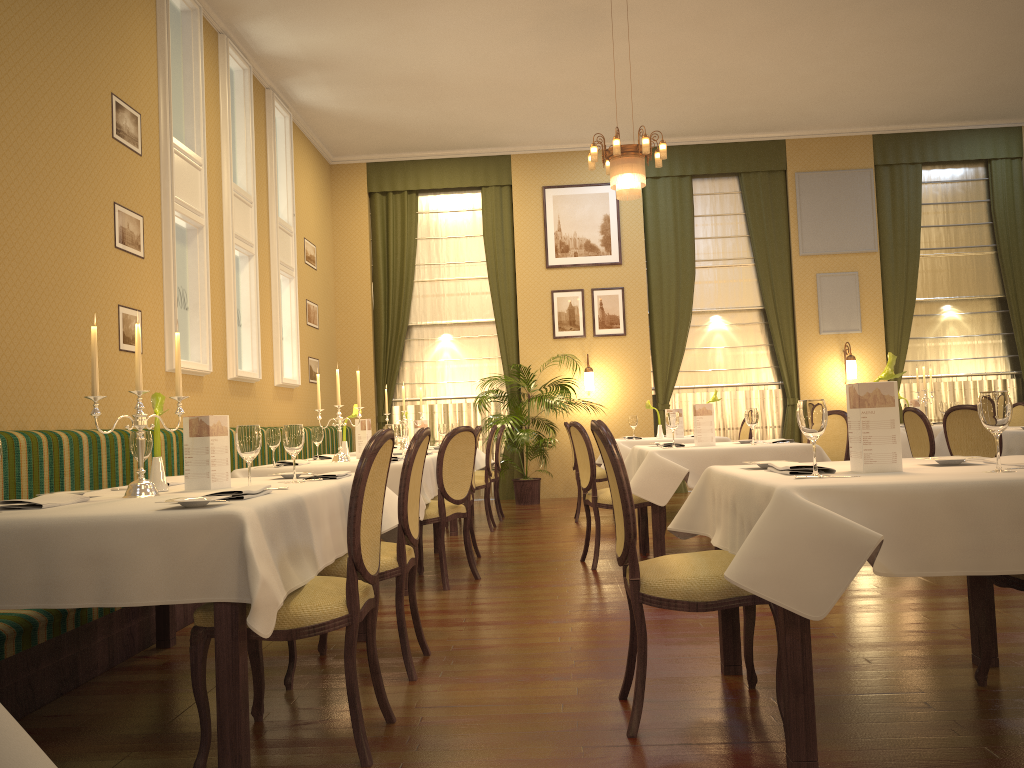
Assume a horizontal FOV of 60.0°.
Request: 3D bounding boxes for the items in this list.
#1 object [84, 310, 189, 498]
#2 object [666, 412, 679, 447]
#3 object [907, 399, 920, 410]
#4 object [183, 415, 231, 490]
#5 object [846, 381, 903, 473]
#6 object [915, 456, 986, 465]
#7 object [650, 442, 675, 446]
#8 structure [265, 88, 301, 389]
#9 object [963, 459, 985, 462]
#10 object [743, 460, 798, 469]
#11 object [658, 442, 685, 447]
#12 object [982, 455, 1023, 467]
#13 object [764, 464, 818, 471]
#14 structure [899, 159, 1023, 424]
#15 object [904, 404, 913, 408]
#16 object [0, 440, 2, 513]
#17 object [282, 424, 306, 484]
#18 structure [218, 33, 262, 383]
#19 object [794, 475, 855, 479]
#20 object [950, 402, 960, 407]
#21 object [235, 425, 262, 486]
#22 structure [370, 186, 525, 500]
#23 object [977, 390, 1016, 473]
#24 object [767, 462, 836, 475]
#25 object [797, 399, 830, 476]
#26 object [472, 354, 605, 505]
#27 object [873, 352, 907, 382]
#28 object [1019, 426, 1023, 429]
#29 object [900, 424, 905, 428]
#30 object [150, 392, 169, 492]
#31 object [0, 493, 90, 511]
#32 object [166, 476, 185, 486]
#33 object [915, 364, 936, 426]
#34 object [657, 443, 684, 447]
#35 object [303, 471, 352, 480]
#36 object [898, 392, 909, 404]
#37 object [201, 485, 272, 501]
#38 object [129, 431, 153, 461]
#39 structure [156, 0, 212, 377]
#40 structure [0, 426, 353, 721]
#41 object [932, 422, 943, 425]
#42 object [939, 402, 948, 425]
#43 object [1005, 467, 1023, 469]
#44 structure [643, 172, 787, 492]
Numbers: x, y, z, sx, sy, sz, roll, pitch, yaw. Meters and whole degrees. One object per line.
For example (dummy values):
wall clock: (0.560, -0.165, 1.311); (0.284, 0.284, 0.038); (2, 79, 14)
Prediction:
object: (-1.292, 0.065, 3.074); (0.131, 0.655, 0.390); (-3, -3, 22)
object: (1.032, 0.294, 5.682); (0.088, 0.229, 0.088); (-5, -4, 44)
object: (4.183, 0.296, 9.162); (0.166, 0.277, 0.081); (-1, -3, -26)
object: (-1.133, 0.257, 3.312); (0.166, 0.277, 0.081); (-1, -3, -26)
object: (1.091, 0.134, 2.722); (0.081, 0.277, 0.166); (0, -3, -41)
object: (1.426, 0.253, 2.888); (0.160, 0.024, 0.160); (-3, -3, 2)
object: (1.038, 0.419, 6.151); (0.160, 0.024, 0.160); (-3, -3, 2)
structure: (-2.407, -1.455, 9.138); (0.200, 2.985, 0.670); (-3, -3, 2)
object: (1.566, 0.256, 2.995); (0.181, 0.015, 0.038); (-3, -3, 4)
object: (0.906, 0.286, 3.116); (0.160, 0.024, 0.160); (-3, -3, 2)
object: (1.056, 0.403, 5.881); (0.142, 0.033, 0.273); (-3, -3, 2)
object: (1.610, 0.241, 2.775); (0.142, 0.024, 0.273); (-3, -3, 2)
object: (0.947, 0.283, 3.012); (0.181, 0.015, 0.038); (-3, -3, 4)
structure: (5.564, -1.035, 11.228); (1.898, 4.511, 0.137); (-3, -3, 2)
object: (3.779, 0.302, 8.438); (0.088, 0.229, 0.088); (0, -3, -40)
object: (-1.538, 0.263, 2.589); (0.088, 0.229, 0.088); (0, -3, -40)
object: (-0.859, 0.275, 3.490); (0.088, 0.229, 0.088); (0, -3, -40)
structure: (-2.462, -1.510, 7.872); (0.200, 2.985, 0.661); (-3, -3, 2)
object: (0.909, 0.266, 2.558); (0.185, 0.010, 0.017); (-3, -3, 4)
object: (4.427, 0.293, 8.851); (0.088, 0.229, 0.088); (0, -3, -40)
object: (-0.890, 0.254, 3.001); (0.088, 0.229, 0.088); (0, -3, -40)
structure: (-0.843, -0.747, 11.498); (1.942, 4.511, 0.123); (-3, -3, 2)
object: (1.371, 0.135, 2.509); (0.088, 0.229, 0.088); (0, -3, -40)
object: (0.924, 0.270, 2.846); (0.142, 0.033, 0.273); (-3, -3, 2)
object: (0.900, 0.161, 2.646); (0.088, 0.229, 0.088); (0, -3, -40)
object: (0.239, 0.529, 10.599); (1.496, 1.807, 1.552); (-2, -3, -17)
object: (1.179, 0.084, 2.830); (0.163, 0.375, 0.076); (-1, -3, -21)
object: (3.657, 0.313, 6.283); (0.160, 0.024, 0.160); (-3, -3, 2)
object: (3.845, 0.410, 8.647); (0.142, 0.033, 0.273); (-3, -3, 2)
object: (-1.333, 0.216, 3.342); (0.076, 0.375, 0.163); (-2, -3, -16)
object: (-1.471, 0.371, 2.797); (0.142, 0.033, 0.273); (-3, -3, 2)
object: (-1.466, 0.415, 3.767); (0.142, 0.033, 0.273); (-3, -3, 2)
object: (4.163, 0.099, 8.936); (0.390, 0.655, 0.131); (-1, -3, -32)
object: (1.079, 0.416, 6.047); (0.181, 0.015, 0.038); (-3, -3, 4)
object: (-0.778, 0.388, 3.751); (0.142, 0.024, 0.273); (-3, -3, 2)
object: (4.036, 0.250, 9.122); (0.163, 0.375, 0.076); (-4, -3, 24)
object: (-0.871, 0.345, 2.806); (0.142, 0.033, 0.273); (-3, -3, 2)
object: (-1.491, 0.306, 3.567); (0.088, 0.229, 0.088); (0, -3, -40)
structure: (-2.514, -1.563, 6.678); (0.200, 2.985, 0.687); (-3, -3, 2)
structure: (-2.105, 0.714, 4.028); (0.850, 1.031, 14.516); (-3, -3, 2)
object: (4.538, 0.428, 9.601); (0.142, 0.024, 0.273); (-3, -3, 2)
object: (4.535, 0.310, 9.318); (0.088, 0.229, 0.088); (0, -3, -40)
object: (1.536, 0.241, 2.589); (0.185, 0.010, 0.017); (-3, -3, 2)
structure: (2.652, -0.905, 11.348); (1.900, 4.511, 0.134); (-3, -3, 2)
